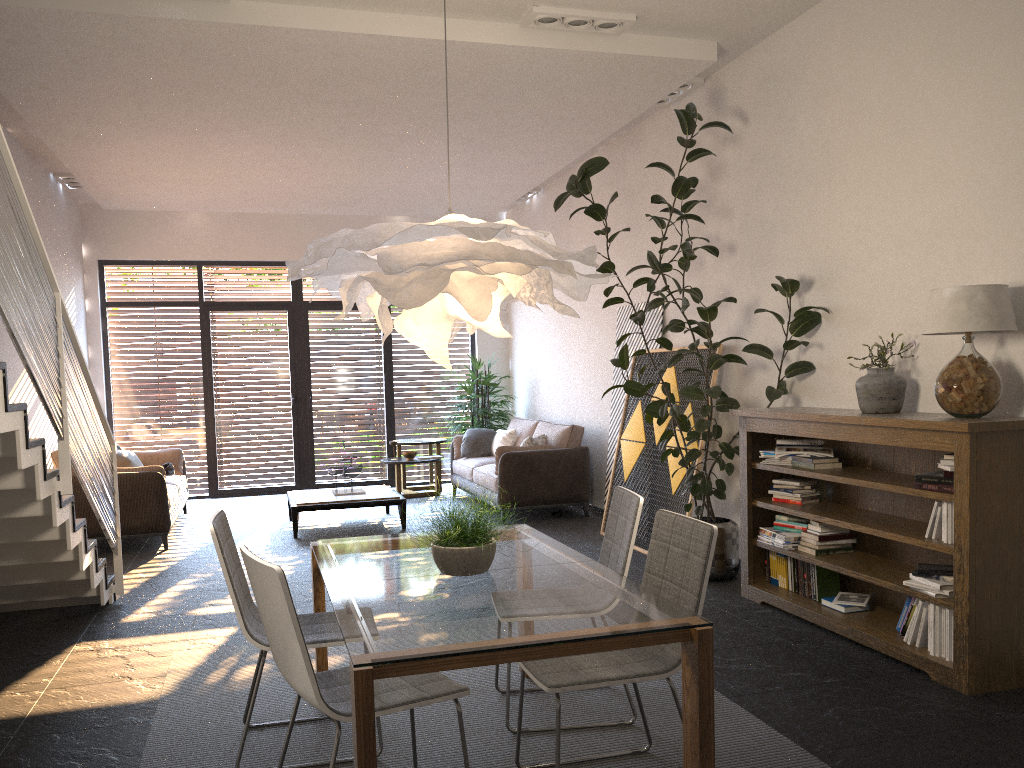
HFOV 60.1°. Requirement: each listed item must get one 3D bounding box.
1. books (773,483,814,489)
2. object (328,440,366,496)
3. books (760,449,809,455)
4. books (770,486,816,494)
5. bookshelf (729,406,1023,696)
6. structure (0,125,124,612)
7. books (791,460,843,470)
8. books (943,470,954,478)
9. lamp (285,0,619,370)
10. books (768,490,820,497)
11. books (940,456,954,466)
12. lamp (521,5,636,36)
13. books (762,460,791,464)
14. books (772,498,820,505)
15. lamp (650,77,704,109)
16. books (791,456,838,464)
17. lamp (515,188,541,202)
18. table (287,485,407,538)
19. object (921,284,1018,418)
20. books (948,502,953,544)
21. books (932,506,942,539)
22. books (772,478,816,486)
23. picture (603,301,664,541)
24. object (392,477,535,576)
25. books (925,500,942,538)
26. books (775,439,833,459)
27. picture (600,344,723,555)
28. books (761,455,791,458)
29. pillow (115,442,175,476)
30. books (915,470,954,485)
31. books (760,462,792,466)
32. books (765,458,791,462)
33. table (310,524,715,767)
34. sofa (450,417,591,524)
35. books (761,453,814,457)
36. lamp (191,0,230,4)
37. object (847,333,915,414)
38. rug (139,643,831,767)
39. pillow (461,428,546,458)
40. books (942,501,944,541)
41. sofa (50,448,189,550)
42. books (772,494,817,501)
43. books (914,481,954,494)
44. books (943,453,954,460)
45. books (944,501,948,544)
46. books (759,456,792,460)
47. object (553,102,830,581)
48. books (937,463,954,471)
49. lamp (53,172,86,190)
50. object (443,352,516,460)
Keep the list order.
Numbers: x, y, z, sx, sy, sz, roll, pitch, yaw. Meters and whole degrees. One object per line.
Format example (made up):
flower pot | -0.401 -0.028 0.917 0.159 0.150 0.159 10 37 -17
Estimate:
books | 1.692 0.609 5.322 0.221 0.023 0.147 -1 1 25
object | -1.327 -1.134 4.281 0.365 4.487 8.886 -2 1 -5
books | 1.694 0.403 5.305 0.252 0.011 0.318 -2 1 -39
books | 1.691 0.632 5.331 0.162 0.023 0.231 -2 1 -16
bookshelf | 1.846 0.738 4.671 0.450 1.175 1.915 -3 2 -16
structure | -0.443 -2.747 1.903 4.231 8.335 8.443 -3 2 -16
books | 1.742 0.458 5.067 0.179 0.034 0.242 -2 1 -13
books | 2.040 0.392 3.930 0.225 0.029 0.179 -1 1 26
lamp | -0.269 -2.656 2.995 1.117 5.230 1.058 -2 4 -5
books | 1.696 0.653 5.325 0.174 0.019 0.243 -2 1 -31
books | 2.052 0.346 3.953 0.243 0.024 0.174 -1 1 29
lamp | 0.396 -2.197 5.327 0.644 0.066 0.253 -2 1 -16
books | 1.697 0.457 5.270 0.318 0.011 0.252 -1 1 43
books | 1.705 0.695 5.325 0.158 0.021 0.224 -2 1 -31
lamp | 1.194 -2.235 6.749 0.253 0.066 0.644 -2 1 -16
books | 1.733 0.430 5.072 0.166 0.024 0.227 -2 1 -12
lamp | 0.122 -2.244 10.440 0.253 0.066 0.644 -2 1 -16
table | -1.639 1.225 8.666 1.048 0.308 1.113 -2 1 -16
object | 2.050 -0.139 3.977 0.389 0.584 0.388 1 4 43
books | 2.011 0.616 3.959 0.135 0.189 0.015 -2 4 -16
books | 1.987 0.631 4.047 0.120 0.158 0.056 -2 3 -16
books | 1.697 0.588 5.316 0.155 0.020 0.205 -2 1 -31
picture | 1.056 0.301 7.813 0.207 2.025 0.955 -3 3 -16
object | -0.159 0.513 3.205 0.531 0.368 0.667 -2 1 -21
books | 1.980 0.618 4.065 0.135 0.183 0.078 -2 3 -16
books | 1.724 0.390 5.230 0.322 0.109 0.272 -1 1 19
picture | 1.144 0.518 7.061 0.386 1.610 1.494 -3 3 -16
books | 1.694 0.425 5.279 0.252 0.011 0.318 -2 1 -44
pillow | -4.040 0.865 8.946 0.955 0.710 1.015 -1 2 8
books | 0.867 -2.859 1.478 0.360 6.730 5.377 0 3 25
books | 1.689 0.468 5.277 0.252 0.011 0.318 -2 1 -43
books | 1.709 0.446 5.257 0.318 0.011 0.252 -1 1 41
table | -0.156 1.038 3.224 0.996 0.716 1.796 -2 1 -16
sofa | 0.031 0.862 9.608 0.993 0.922 2.317 -2 1 -16
books | 1.695 0.414 5.297 0.252 0.011 0.318 -2 1 -44
lamp | -1.832 -2.126 4.686 0.644 0.066 0.253 -2 1 -16
object | 1.903 -0.056 4.583 0.385 0.414 0.275 -3 3 -38
rug | -0.146 1.391 3.264 2.369 0.006 3.679 -2 1 -16
pillow | -0.107 0.680 9.597 0.618 0.344 1.890 -2 1 -16
books | 2.012 0.615 4.015 0.136 0.189 0.018 -2 4 -16
sofa | -3.725 0.981 8.528 0.993 0.922 2.317 -2 1 -16
books | 1.699 0.673 5.322 0.155 0.022 0.205 -2 1 -36
books | 2.013 0.461 3.991 0.230 0.034 0.285 -2 1 -24
books | 2.058 0.322 3.954 0.205 0.022 0.155 -2 1 -31
books | 2.000 0.616 3.973 0.136 0.189 0.018 -2 4 -16
books | 1.688 0.436 5.295 0.252 0.011 0.318 -2 1 -34
object | 1.170 -0.269 5.910 0.906 3.210 2.009 -4 4 -38
books | 2.046 0.368 3.934 0.244 0.019 0.174 -2 1 9
lamp | -4.513 -2.097 9.107 0.253 0.066 0.644 -2 1 -16
object | -0.398 0.455 11.149 0.913 1.729 0.976 1 4 39
